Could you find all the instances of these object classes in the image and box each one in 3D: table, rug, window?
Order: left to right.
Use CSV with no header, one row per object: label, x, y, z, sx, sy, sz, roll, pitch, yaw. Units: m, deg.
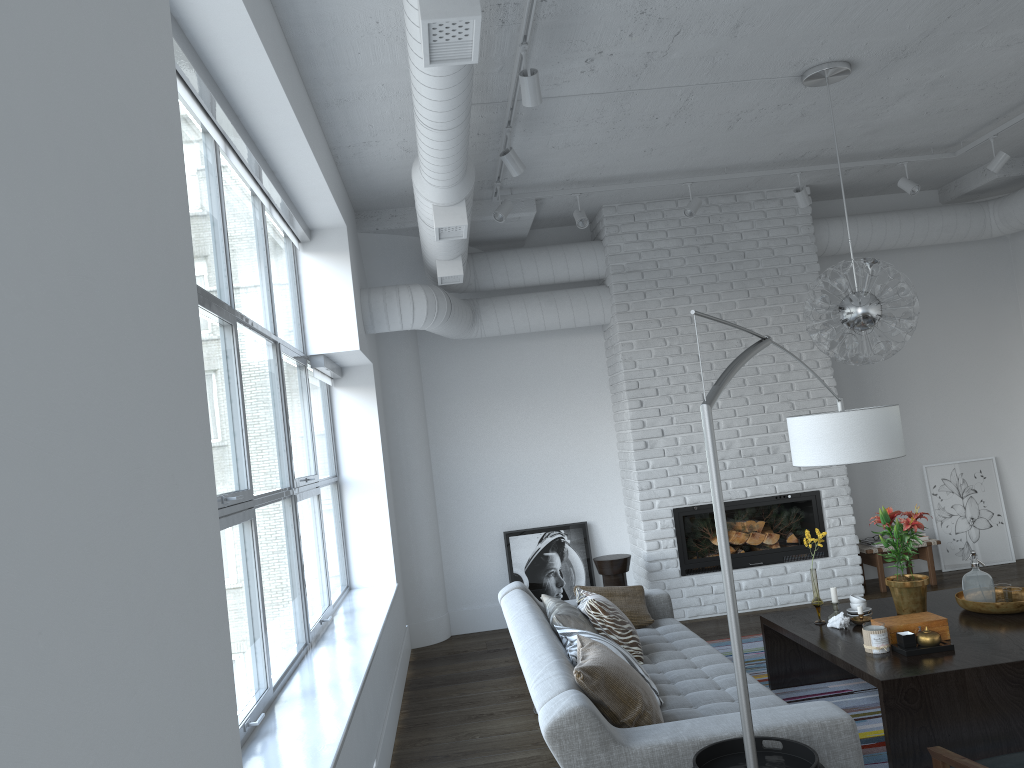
window,-1.117,0.126,4.033,0.107,2.340,4.566,-6,-4,-5
table,0.763,1.542,6.465,0.282,0.558,0.281,-5,-4,-26
table,0.717,1.322,2.490,0.379,0.536,0.379,-7,-4,13
table,3.053,1.434,7.070,0.605,0.345,0.405,-6,-4,-5
table,2.064,1.331,4.187,1.306,0.394,1.362,-6,-4,-5
rug,2.182,1.518,4.146,2.735,0.012,3.760,-6,-4,-5

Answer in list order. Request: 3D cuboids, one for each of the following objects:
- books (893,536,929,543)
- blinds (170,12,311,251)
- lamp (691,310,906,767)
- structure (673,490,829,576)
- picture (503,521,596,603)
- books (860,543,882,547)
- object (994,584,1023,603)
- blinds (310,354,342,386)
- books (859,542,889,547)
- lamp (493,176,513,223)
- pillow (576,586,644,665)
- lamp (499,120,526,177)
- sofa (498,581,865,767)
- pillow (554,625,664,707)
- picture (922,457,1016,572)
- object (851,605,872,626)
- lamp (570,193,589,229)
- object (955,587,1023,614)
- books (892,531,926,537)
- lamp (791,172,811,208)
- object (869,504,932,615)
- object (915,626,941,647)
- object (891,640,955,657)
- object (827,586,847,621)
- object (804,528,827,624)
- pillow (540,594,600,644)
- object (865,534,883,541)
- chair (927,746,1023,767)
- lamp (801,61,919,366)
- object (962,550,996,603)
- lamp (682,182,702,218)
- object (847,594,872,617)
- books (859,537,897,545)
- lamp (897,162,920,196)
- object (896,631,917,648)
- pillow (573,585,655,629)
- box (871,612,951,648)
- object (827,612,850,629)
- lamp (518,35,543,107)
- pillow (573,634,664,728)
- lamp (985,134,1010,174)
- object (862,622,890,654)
books,3.183,1.233,7.107,0.185,0.032,0.267,-6,-4,-7
blinds,-1.148,-1.007,3.640,0.086,0.130,3.613,-6,-4,-5
lamp,0.974,0.702,2.801,0.432,1.738,2.162,-9,-4,29
structure,1.812,1.186,7.062,1.168,0.578,0.675,-6,-4,-5
picture,0.318,1.535,7.113,0.686,0.775,0.130,-6,-4,-5
books,2.918,1.273,7.072,0.172,0.011,0.273,-6,-4,-5
object,2.454,1.049,4.385,0.085,0.089,0.195,-7,-4,5
blinds,-1.221,-0.082,5.869,0.086,0.130,0.903,-6,-4,-5
books,2.914,1.262,7.062,0.171,0.011,0.306,-6,-4,-5
lamp,-0.065,-1.175,5.692,0.154,0.285,0.087,-3,-5,-45
pillow,0.468,1.169,4.373,0.271,0.340,0.576,-7,-4,-1
lamp,-0.005,-1.243,4.708,0.087,0.285,0.154,-10,-5,40
sofa,0.526,1.361,3.963,0.991,0.684,2.541,-6,-4,-5
pillow,0.395,1.186,3.726,0.346,0.283,0.578,-6,-4,-4
picture,3.832,1.087,7.442,0.637,0.884,0.093,-6,-4,-5
object,1.716,1.135,4.362,0.102,0.098,0.102,-9,-4,35
lamp,0.465,-1.210,6.139,0.095,0.285,0.154,-6,-4,-6
object,2.396,1.068,4.362,0.383,0.068,0.383,-9,-4,38
books,3.179,1.205,7.116,0.173,0.025,0.238,-6,-4,-7
lamp,2.034,-1.387,6.266,0.097,0.285,0.154,-9,-4,36
object,1.970,0.879,4.458,0.284,0.558,0.275,-3,-5,-42
object,1.792,1.084,3.822,0.103,0.077,0.103,-4,-4,-33
object,1.765,1.132,3.816,0.214,0.023,0.130,-6,-4,-5
object,1.645,1.114,4.514,0.098,0.174,0.098,-6,-4,-10
object,1.561,0.973,4.499,0.121,0.470,0.120,-7,-4,11
pillow,0.308,1.208,4.289,0.254,0.318,0.663,-6,-4,-4
object,2.890,1.224,7.082,0.134,0.038,0.093,-4,-4,-38
chair,1.701,1.123,2.443,0.678,0.698,0.983,-6,-4,-5
lamp,1.731,-0.868,4.590,0.552,1.546,0.552,-6,-4,-17
object,2.307,0.968,4.398,0.143,0.288,0.143,-4,-4,-33
lamp,1.253,-1.299,6.204,0.154,0.285,0.090,-4,-4,-36
object,1.765,1.130,4.518,0.121,0.113,0.124,-8,-4,15
books,2.910,1.248,7.073,0.202,0.019,0.280,-6,-4,-7
lamp,2.818,-1.475,6.325,0.093,0.285,0.154,-5,-4,-26
object,1.705,1.106,3.835,0.058,0.055,0.058,-6,-4,-5
pillow,0.556,1.252,4.951,0.427,0.261,0.236,-7,-4,-3
box,1.791,1.104,3.992,0.294,0.093,0.169,-6,-4,-5
object,1.606,1.163,4.366,0.069,0.078,0.124,-5,-4,-22
lamp,0.070,-1.312,3.737,0.087,0.285,0.154,-7,-4,5
pillow,0.386,1.123,3.197,0.298,0.338,0.597,-7,-4,5
lamp,3.243,-1.549,5.938,0.154,0.285,0.104,-9,-4,36
object,1.596,1.110,3.881,0.106,0.116,0.117,-5,-4,-25
